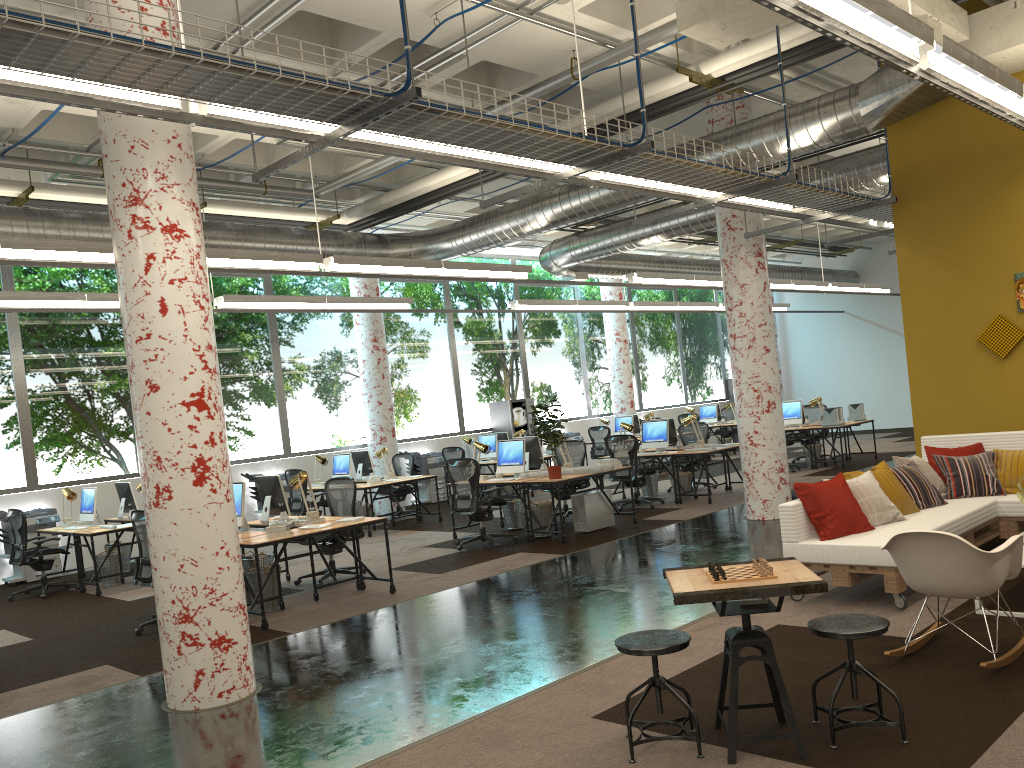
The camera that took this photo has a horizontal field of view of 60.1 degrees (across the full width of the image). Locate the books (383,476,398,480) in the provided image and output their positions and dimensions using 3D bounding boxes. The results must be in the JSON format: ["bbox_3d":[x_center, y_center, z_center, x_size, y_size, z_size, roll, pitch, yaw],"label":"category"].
[{"bbox_3d":[-1.982,1.489,14.005,0.225,0.038,0.309,-5,-2,-45],"label":"books"}]

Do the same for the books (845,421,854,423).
[{"bbox_3d":[6.012,0.679,15.832,0.200,0.024,0.235,-7,-2,19],"label":"books"}]

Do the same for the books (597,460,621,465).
[{"bbox_3d":[1.206,0.980,11.051,0.192,0.044,0.258,-5,-2,-27],"label":"books"}]

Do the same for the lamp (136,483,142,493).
[{"bbox_3d":[-4.654,1.519,11.313,0.208,0.611,0.529,-7,0,-25],"label":"lamp"}]

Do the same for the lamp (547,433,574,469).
[{"bbox_3d":[0.655,0.917,11.283,0.208,0.611,0.529,-7,0,-25],"label":"lamp"}]

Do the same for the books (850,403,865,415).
[{"bbox_3d":[6.252,0.513,16.035,0.068,0.310,0.234,-7,1,-45],"label":"books"}]

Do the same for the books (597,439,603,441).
[{"bbox_3d":[1.986,1.207,19.145,0.225,0.038,0.309,-5,-2,-45],"label":"books"}]

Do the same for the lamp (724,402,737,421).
[{"bbox_3d":[5.336,0.722,21.244,0.218,0.611,0.529,-7,0,-25],"label":"lamp"}]

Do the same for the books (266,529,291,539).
[{"bbox_3d":[-2.057,1.309,7.793,0.200,0.050,0.272,-6,-2,-17],"label":"books"}]

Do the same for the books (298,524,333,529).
[{"bbox_3d":[-1.807,1.308,8.122,0.244,0.019,0.205,-7,-2,23],"label":"books"}]

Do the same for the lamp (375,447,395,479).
[{"bbox_3d":[-1.982,1.306,13.970,0.208,0.611,0.529,-7,0,-25],"label":"lamp"}]

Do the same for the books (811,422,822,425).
[{"bbox_3d":[5.701,0.718,16.289,0.225,0.038,0.309,-5,-2,-45],"label":"books"}]

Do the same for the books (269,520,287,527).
[{"bbox_3d":[-2.063,1.231,7.809,0.152,0.030,0.185,-6,-2,-17],"label":"books"}]

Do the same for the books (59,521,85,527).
[{"bbox_3d":[-5.706,1.821,11.497,0.225,0.038,0.309,-5,-2,-45],"label":"books"}]

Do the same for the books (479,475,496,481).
[{"bbox_3d":[-0.397,1.219,11.468,0.225,0.038,0.309,-5,-2,-45],"label":"books"}]

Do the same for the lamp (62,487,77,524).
[{"bbox_3d":[-5.745,1.644,11.524,0.208,0.611,0.529,-7,0,-25],"label":"lamp"}]

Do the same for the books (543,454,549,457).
[{"bbox_3d":[0.534,1.274,15.741,0.200,0.024,0.235,-7,-2,19],"label":"books"}]

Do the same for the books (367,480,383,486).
[{"bbox_3d":[-2.040,1.466,13.160,0.200,0.050,0.272,-6,-2,-17],"label":"books"}]

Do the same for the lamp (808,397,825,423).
[{"bbox_3d":[5.706,0.535,16.257,0.218,0.611,0.529,-7,0,-25],"label":"lamp"}]

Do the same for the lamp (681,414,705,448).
[{"bbox_3d":[2.823,0.769,13.531,0.208,0.611,0.529,-7,0,-25],"label":"lamp"}]

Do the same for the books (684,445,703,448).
[{"bbox_3d":[2.822,0.952,13.566,0.225,0.038,0.309,-5,-2,-45],"label":"books"}]

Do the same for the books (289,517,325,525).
[{"bbox_3d":[-2.000,1.332,8.637,0.225,0.038,0.309,-5,-2,-45],"label":"books"}]

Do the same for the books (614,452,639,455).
[{"bbox_3d":[1.771,1.071,13.715,0.225,0.038,0.309,-5,-2,-45],"label":"books"}]

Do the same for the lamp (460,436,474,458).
[{"bbox_3d":[-0.868,1.255,16.374,0.208,0.611,0.529,-7,0,-25],"label":"lamp"}]

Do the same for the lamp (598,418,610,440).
[{"bbox_3d":[1.942,1.031,19.170,0.218,0.611,0.529,-7,0,-25],"label":"lamp"}]

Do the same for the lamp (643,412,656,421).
[{"bbox_3d":[3.043,0.905,18.963,0.218,0.611,0.529,-7,0,-25],"label":"lamp"}]

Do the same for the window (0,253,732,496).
[{"bbox_3d":[-1.930,-0.769,17.299,26.123,3.766,0.050,-5,0,-45],"label":"window"}]

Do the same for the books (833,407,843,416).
[{"bbox_3d":[5.642,0.562,15.429,0.068,0.310,0.234,-7,1,-45],"label":"books"}]

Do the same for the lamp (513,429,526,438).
[{"bbox_3d":[0.228,1.130,16.165,0.218,0.611,0.529,-7,0,-25],"label":"lamp"}]

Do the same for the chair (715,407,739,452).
[{"bbox_3d":[5.403,1.127,22.059,0.772,1.087,0.790,-6,0,29],"label":"chair"}]

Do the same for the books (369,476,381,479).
[{"bbox_3d":[-2.045,1.388,13.176,0.152,0.030,0.185,-6,-2,-17],"label":"books"}]

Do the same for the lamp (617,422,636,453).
[{"bbox_3d":[1.731,0.894,13.742,0.208,0.611,0.529,-7,0,-25],"label":"lamp"}]

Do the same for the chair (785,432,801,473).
[{"bbox_3d":[4.621,1.023,15.666,0.772,1.087,0.790,-6,0,29],"label":"chair"}]

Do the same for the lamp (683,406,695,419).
[{"bbox_3d":[4.235,0.848,21.450,0.218,0.611,0.529,-7,0,-25],"label":"lamp"}]

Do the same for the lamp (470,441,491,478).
[{"bbox_3d":[-0.441,1.043,11.492,0.218,0.611,0.529,-7,0,-25],"label":"lamp"}]

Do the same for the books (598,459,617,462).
[{"bbox_3d":[1.191,0.950,11.040,0.185,0.030,0.152,-8,-2,43],"label":"books"}]

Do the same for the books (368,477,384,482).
[{"bbox_3d":[-2.027,1.417,13.179,0.193,0.044,0.257,-6,-2,3],"label":"books"}]

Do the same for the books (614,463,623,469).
[{"bbox_3d":[1.206,1.027,11.025,0.272,0.050,0.200,-8,-2,43],"label":"books"}]

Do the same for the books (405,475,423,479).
[{"bbox_3d":[-1.516,1.438,13.702,0.200,0.024,0.235,-7,-2,19],"label":"books"}]

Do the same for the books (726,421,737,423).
[{"bbox_3d":[5.331,0.905,21.276,0.225,0.038,0.309,-5,-2,-45],"label":"books"}]

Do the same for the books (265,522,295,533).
[{"bbox_3d":[-2.045,1.261,7.812,0.193,0.044,0.257,-6,-2,3],"label":"books"}]

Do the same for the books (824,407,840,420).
[{"bbox_3d":[5.538,0.570,15.325,0.068,0.310,0.234,-7,1,-45],"label":"books"}]

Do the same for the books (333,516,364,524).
[{"bbox_3d":[-1.534,1.281,8.335,0.200,0.024,0.235,-7,-2,19],"label":"books"}]

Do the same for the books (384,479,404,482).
[{"bbox_3d":[-1.789,1.464,13.490,0.244,0.019,0.205,-7,-2,23],"label":"books"}]

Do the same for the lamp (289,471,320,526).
[{"bbox_3d":[-1.995,1.149,8.604,0.218,0.611,0.529,-7,0,-25],"label":"lamp"}]

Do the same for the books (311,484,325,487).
[{"bbox_3d":[-3.034,1.608,14.154,0.225,0.038,0.309,-5,-2,-45],"label":"books"}]

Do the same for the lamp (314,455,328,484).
[{"bbox_3d":[-3.078,1.432,14.178,0.218,0.611,0.529,-7,0,-25],"label":"lamp"}]
